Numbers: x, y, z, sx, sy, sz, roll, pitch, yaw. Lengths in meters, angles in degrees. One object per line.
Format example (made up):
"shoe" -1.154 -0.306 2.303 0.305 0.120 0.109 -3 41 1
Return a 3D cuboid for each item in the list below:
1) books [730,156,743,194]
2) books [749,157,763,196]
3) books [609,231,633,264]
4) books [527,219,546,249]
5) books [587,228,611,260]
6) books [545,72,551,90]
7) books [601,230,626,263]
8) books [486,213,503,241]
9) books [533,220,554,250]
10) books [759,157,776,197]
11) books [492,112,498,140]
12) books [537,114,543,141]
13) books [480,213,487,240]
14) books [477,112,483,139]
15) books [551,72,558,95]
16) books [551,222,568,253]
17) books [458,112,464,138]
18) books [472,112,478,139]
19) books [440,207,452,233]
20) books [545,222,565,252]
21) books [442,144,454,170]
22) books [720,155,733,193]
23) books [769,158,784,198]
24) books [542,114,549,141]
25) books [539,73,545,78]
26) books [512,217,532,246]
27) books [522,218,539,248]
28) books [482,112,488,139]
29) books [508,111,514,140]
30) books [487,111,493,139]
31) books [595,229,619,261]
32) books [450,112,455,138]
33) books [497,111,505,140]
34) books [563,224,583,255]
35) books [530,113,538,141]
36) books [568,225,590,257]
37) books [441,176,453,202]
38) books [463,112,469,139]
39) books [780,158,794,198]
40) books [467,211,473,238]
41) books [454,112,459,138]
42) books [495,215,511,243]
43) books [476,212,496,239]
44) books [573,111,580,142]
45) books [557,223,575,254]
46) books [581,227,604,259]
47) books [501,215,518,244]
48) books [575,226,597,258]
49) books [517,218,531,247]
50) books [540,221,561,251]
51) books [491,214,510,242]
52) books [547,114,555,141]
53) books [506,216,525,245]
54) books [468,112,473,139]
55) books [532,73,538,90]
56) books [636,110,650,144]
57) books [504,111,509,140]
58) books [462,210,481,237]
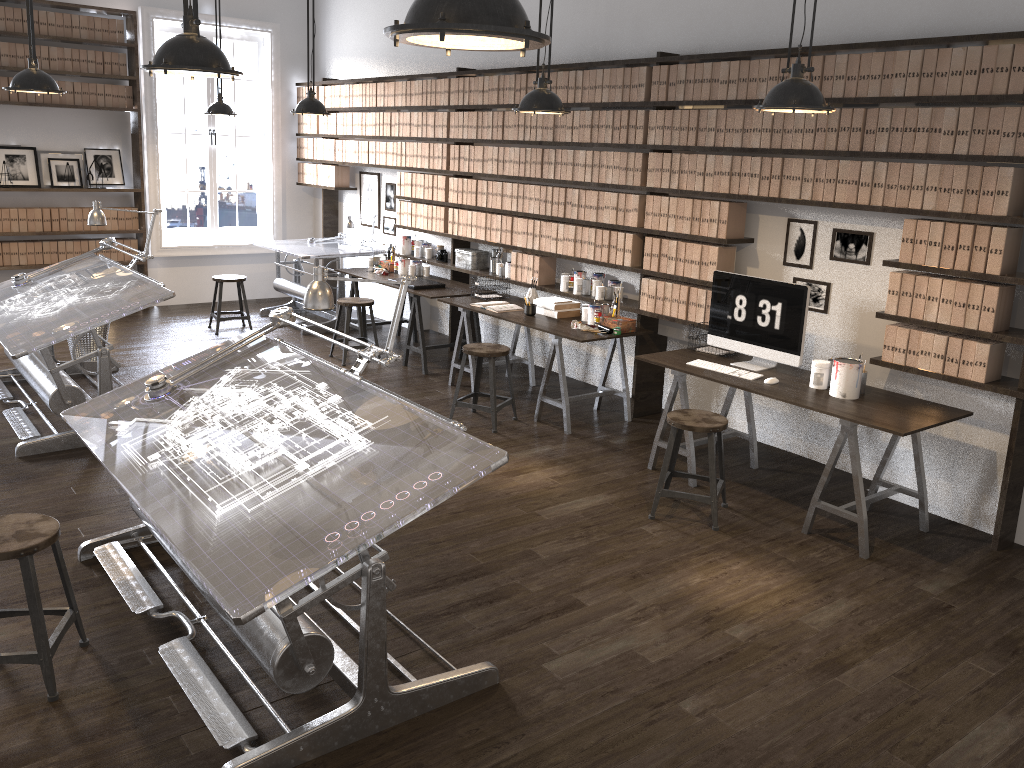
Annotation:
"books" 1.404 -1.259 5.342 0.175 0.223 0.067 -8 16 -37
"books" 1.488 -1.225 5.230 0.175 0.223 0.067 -8 16 -37
"books" 0.773 -0.961 6.224 0.175 0.223 0.067 -8 16 -37
"books" 0.211 -1.172 6.923 0.175 0.223 0.067 -8 16 -37
"books" 0.636 -1.012 6.391 0.175 0.223 0.067 -8 16 -37
"books" 0.331 -2.204 6.615 0.175 0.223 0.067 -8 16 -37
"books" 0.724 -0.978 6.278 0.175 0.223 0.067 -8 16 -37
"books" -0.127 -1.303 7.360 0.175 0.223 0.067 -8 16 -37
"books" 0.258 -1.156 6.870 0.175 0.223 0.067 -8 16 -37
"books" 1.535 -1.210 5.178 0.175 0.223 0.067 -8 16 -37
"books" -0.066 -2.082 7.159 0.175 0.223 0.067 -8 16 -37
"books" 0.278 -1.950 6.719 0.175 0.223 0.067 -8 16 -37
"books" -0.173 -1.318 7.409 0.175 0.223 0.067 -8 16 -37
"books" -0.197 -2.131 7.322 0.175 0.223 0.067 -8 16 -37
"books" 0.372 -2.187 6.560 0.175 0.223 0.067 -8 16 -37
"books" 0.385 -1.107 6.707 0.175 0.223 0.067 -8 16 -37
"books" -0.365 -2.193 7.527 0.175 0.223 0.067 -8 16 -37
"books" -0.242 -2.146 7.371 0.175 0.223 0.067 -8 16 -37
"books" -0.548 -1.461 7.884 0.175 0.223 0.067 -8 16 -37
"books" 0.345 -1.124 6.763 0.175 0.223 0.067 -8 16 -37
"books" -0.519 -1.991 7.773 0.175 0.223 0.067 -8 16 -37
"books" 1.359 -1.274 5.390 0.175 0.223 0.067 -8 16 -37
"books" 1.576 -1.192 5.117 0.175 0.223 0.067 -8 16 -37
"books" 0.317 -1.935 6.671 0.175 0.223 0.067 -8 16 -37
"books" 0.285 -2.219 6.666 0.175 0.223 0.067 -8 16 -37
"books" 0.094 -1.219 7.082 0.175 0.223 0.067 -8 16 -37
"books" 0.167 -1.189 6.979 0.175 0.223 0.067 -8 16 -37
"books" -0.153 -2.115 7.268 0.175 0.223 0.067 -8 16 -37
"books" 0.062 -2.032 6.992 0.175 0.223 0.067 -8 16 -37
"books" -0.113 -2.098 7.211 0.175 0.223 0.067 -8 16 -37
"books" 0.683 -0.996 6.339 0.175 0.223 0.067 -8 16 -37
"books" -0.445 -2.226 7.638 0.175 0.223 0.067 -8 16 -37
"books" -0.025 -2.064 7.098 0.175 0.223 0.067 -8 16 -37
"books" 0.470 -1.076 6.605 0.175 0.223 0.067 -8 16 -37
"books" 0.232 -1.966 6.773 0.175 0.223 0.067 -8 16 -37
"books" 0.507 -1.060 6.551 0.175 0.223 0.067 -8 16 -37
"books" -0.535 -1.721 7.824 0.175 0.223 0.067 -8 16 -37
"books" -0.319 -2.176 7.472 0.175 0.223 0.067 -8 16 -37
"books" 1.625 -1.175 5.063 0.175 0.223 0.067 -8 16 -37
"books" -0.295 -1.365 7.565 0.175 0.223 0.067 -8 16 -37
"books" -0.404 -2.210 7.583 0.175 0.223 0.067 -8 16 -37
"books" -0.044 -1.270 7.249 0.175 0.223 0.067 -8 16 -37
"books" -0.210 -1.334 7.463 0.175 0.223 0.067 -8 16 -37
"books" 0.529 -1.854 6.402 0.175 0.223 0.067 -8 16 -37
"books" 0.430 -1.090 6.652 0.175 0.223 0.067 -8 16 -37
"books" 0.596 -1.029 6.448 0.175 0.223 0.067 -8 16 -37
"books" 0.003 -1.254 7.197 0.175 0.223 0.067 -8 16 -37
"books" 0.552 -1.045 6.502 0.175 0.223 0.067 -8 16 -37
"books" 0.132 -1.204 7.030 0.175 0.223 0.067 -8 16 -37
"books" 0.304 -1.140 6.818 0.175 0.223 0.067 -8 16 -37
"books" -0.084 -1.287 7.306 0.175 0.223 0.067 -8 16 -37
"books" 0.354 -1.919 6.617 0.175 0.223 0.067 -8 16 -37
"books" 0.045 -1.236 7.136 0.175 0.223 0.067 -8 16 -37
"books" -0.279 -2.162 7.425 0.175 0.223 0.067 -8 16 -37
"books" 0.238 -2.236 6.720 0.175 0.223 0.067 -8 16 -37
"books" 0.916 -1.708 5.913 0.175 0.223 0.067 -8 16 -37
"books" 0.024 -2.047 7.044 0.175 0.223 0.067 -8 16 -37
"books" -0.334 -1.382 7.621 0.175 0.223 0.067 -8 16 -37
